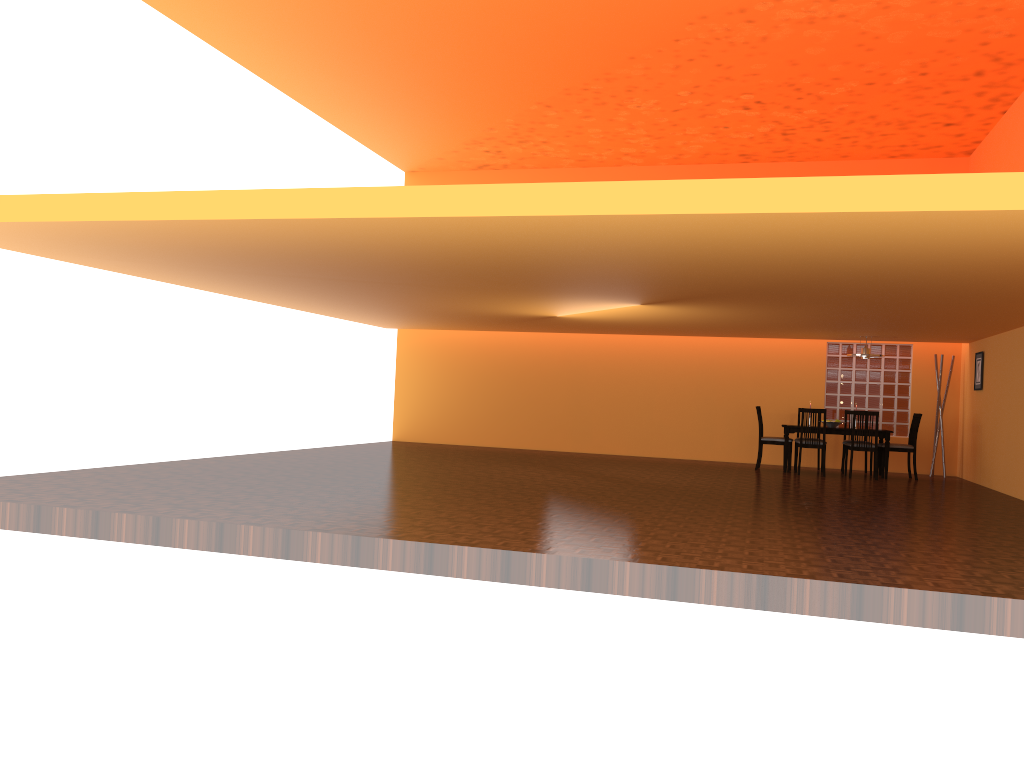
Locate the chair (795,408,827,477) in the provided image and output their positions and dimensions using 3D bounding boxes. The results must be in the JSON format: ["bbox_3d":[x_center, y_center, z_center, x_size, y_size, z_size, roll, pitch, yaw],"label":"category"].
[{"bbox_3d":[3.626,0.700,10.722,0.373,0.809,0.465,2,-1,16],"label":"chair"}]

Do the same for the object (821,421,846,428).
[{"bbox_3d":[3.968,0.504,11.011,0.337,0.072,0.337,3,-1,-18],"label":"object"}]

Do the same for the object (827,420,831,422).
[{"bbox_3d":[3.951,0.488,11.047,0.087,0.076,0.089,2,-1,22],"label":"object"}]

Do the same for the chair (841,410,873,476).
[{"bbox_3d":[4.391,0.742,11.300,0.373,0.809,0.465,2,-1,16],"label":"chair"}]

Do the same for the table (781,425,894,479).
[{"bbox_3d":[3.989,0.833,10.983,1.259,0.584,0.697,2,-1,16],"label":"table"}]

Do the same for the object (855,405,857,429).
[{"bbox_3d":[4.244,0.388,10.938,0.044,0.326,0.044,3,-1,5],"label":"object"}]

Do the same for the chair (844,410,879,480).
[{"bbox_3d":[4.180,0.723,10.564,0.373,0.809,0.465,2,-1,16],"label":"chair"}]

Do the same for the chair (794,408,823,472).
[{"bbox_3d":[3.837,0.719,11.458,0.373,0.809,0.465,2,-1,16],"label":"chair"}]

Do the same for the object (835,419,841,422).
[{"bbox_3d":[4.040,0.471,10.994,0.069,0.066,0.069,2,-1,26],"label":"object"}]

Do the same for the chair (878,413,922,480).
[{"bbox_3d":[4.710,0.751,10.800,0.465,0.809,0.373,2,-1,11],"label":"chair"}]

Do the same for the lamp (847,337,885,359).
[{"bbox_3d":[4.355,-0.446,10.912,0.435,0.274,0.435,2,-1,38],"label":"lamp"}]

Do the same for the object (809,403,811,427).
[{"bbox_3d":[3.700,0.364,11.006,0.044,0.326,0.044,3,-1,5],"label":"object"}]

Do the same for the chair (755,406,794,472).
[{"bbox_3d":[3.306,0.692,11.210,0.465,0.809,0.373,2,-1,21],"label":"chair"}]

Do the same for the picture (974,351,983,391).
[{"bbox_3d":[5.559,-0.152,10.565,0.014,0.456,0.361,2,-1,16],"label":"picture"}]

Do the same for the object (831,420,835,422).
[{"bbox_3d":[3.973,0.481,10.950,0.066,0.070,0.055,3,-1,-3],"label":"object"}]

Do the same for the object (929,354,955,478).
[{"bbox_3d":[5.516,0.408,11.408,0.226,1.589,0.308,2,-1,38],"label":"object"}]
